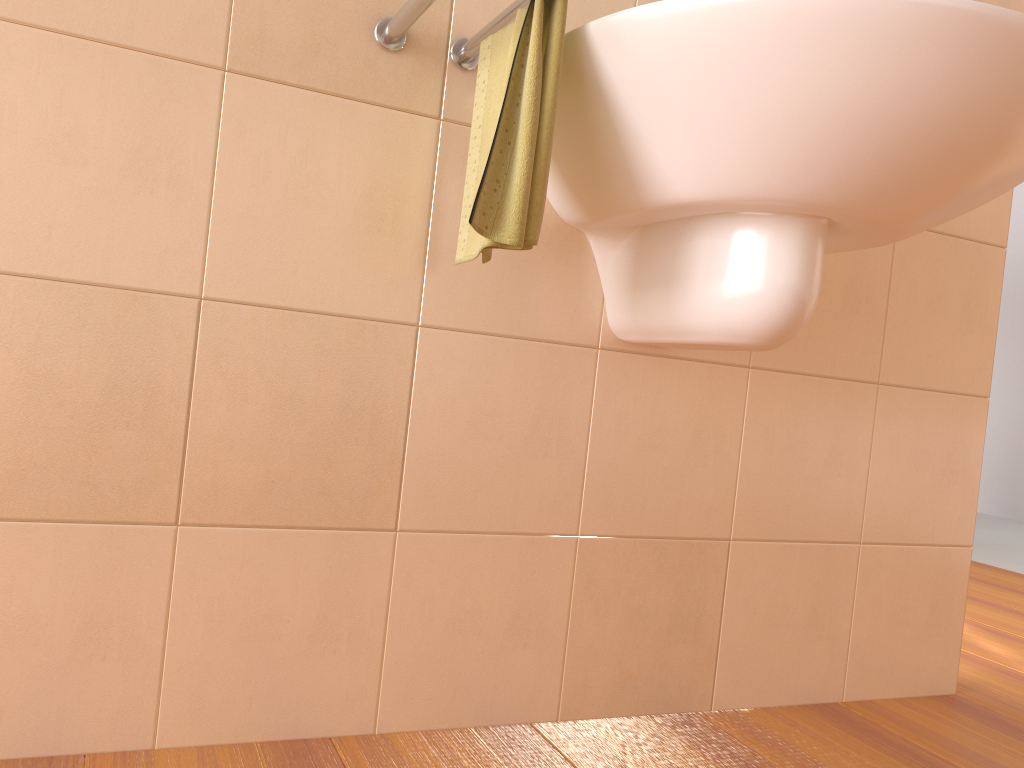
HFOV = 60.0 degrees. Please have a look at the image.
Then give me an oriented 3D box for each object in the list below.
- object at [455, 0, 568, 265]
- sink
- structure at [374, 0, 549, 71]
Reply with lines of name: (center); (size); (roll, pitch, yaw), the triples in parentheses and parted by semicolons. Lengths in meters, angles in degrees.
object: (-0.001, -0.290, 1.001); (0.085, 0.306, 0.181); (6, 1, -8)
sink: (0.374, -0.293, 1.061); (0.683, 0.516, 0.539); (6, 1, -24)
structure: (-0.041, -0.423, 0.980); (0.142, 0.042, 0.333); (6, 1, -24)
